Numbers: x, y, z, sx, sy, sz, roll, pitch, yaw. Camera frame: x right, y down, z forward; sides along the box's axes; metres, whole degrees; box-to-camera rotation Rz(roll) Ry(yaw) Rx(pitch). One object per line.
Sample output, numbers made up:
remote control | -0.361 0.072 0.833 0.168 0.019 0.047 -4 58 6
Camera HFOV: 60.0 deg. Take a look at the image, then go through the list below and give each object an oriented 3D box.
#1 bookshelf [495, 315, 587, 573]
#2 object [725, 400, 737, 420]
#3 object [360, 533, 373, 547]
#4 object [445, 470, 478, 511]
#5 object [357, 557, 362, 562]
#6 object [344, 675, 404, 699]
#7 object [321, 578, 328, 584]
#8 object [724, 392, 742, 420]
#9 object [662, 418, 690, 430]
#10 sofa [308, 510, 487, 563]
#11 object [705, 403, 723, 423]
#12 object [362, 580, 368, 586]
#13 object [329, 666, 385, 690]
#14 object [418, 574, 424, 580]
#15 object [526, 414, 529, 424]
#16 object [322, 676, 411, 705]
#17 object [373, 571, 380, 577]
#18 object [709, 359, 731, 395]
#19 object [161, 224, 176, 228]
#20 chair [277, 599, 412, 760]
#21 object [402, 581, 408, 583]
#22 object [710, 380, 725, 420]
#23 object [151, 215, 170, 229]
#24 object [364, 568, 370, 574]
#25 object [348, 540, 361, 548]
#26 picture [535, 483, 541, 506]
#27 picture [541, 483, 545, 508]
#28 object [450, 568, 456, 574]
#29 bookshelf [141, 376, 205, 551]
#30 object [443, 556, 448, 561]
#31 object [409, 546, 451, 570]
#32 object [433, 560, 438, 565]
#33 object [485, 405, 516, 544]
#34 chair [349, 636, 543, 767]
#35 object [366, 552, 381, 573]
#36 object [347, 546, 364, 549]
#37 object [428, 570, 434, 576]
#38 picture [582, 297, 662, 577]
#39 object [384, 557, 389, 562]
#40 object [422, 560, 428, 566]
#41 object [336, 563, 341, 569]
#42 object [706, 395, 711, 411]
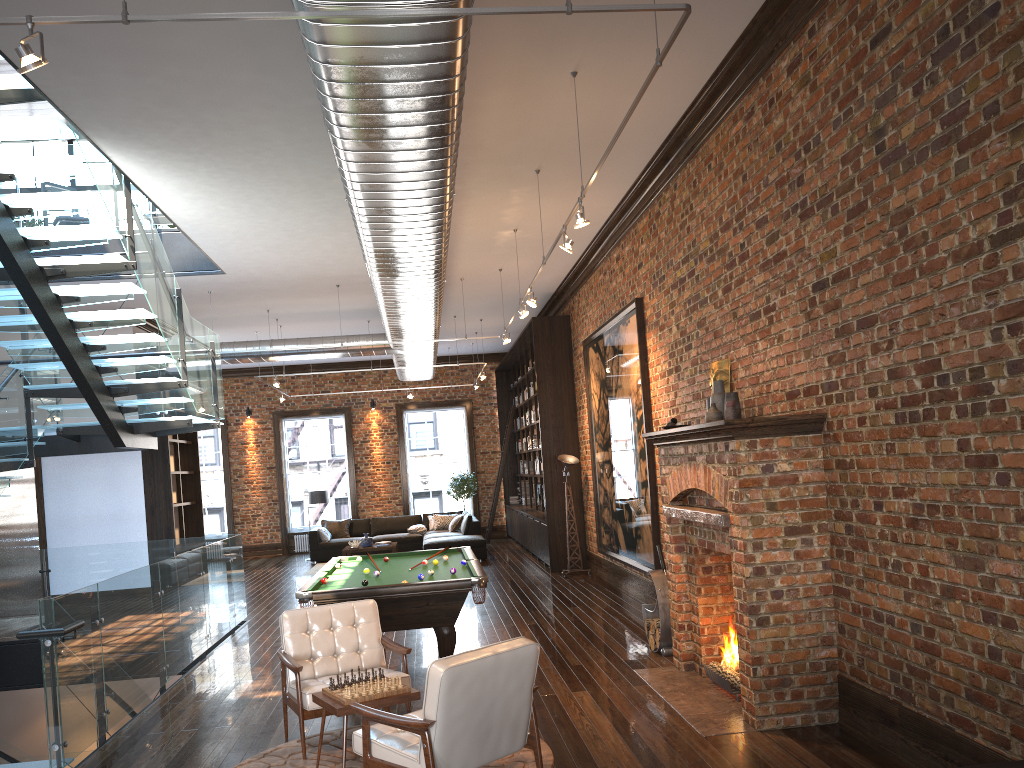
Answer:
bookshelf | 0.393 1.291 17.546 0.600 3.990 7.438 -4 -4 -6
object | 1.579 0.204 6.394 0.082 0.178 0.081 -5 -1 36
object | -2.805 3.011 17.108 0.216 0.250 0.215 -5 -3 27
object | -1.151 2.941 20.795 0.812 1.861 0.801 -4 -1 3
object | -1.652 1.899 9.608 0.057 0.057 0.057 -4 -3 -5
object | -0.771 1.668 4.940 0.333 0.101 0.076 -1 -3 -31
object | -1.653 1.736 7.812 0.057 0.057 0.057 -7 -4 41
object | 1.621 0.179 6.518 0.120 0.242 0.120 -4 -1 14
object | 1.299 0.318 7.025 0.237 0.105 0.237 -4 -4 4
sofa | -2.369 3.109 17.757 3.498 0.802 3.464 -4 -5 -6
object | 1.475 0.223 6.483 0.136 0.169 0.136 -6 -3 36
object | -1.236 1.674 7.456 0.057 0.057 0.057 -4 -3 -1
object | -0.902 1.698 5.163 0.333 0.101 0.076 -1 -3 -31
object | -0.778 1.653 7.595 0.057 0.057 0.057 -4 -3 -1
object | 0.324 0.741 18.367 0.075 0.254 0.088 -4 -1 -16
object | -0.832 1.745 5.051 0.387 0.028 0.390 -1 -6 -31
object | -1.234 1.730 8.074 0.057 0.057 0.057 -2 -3 -36
object | 1.644 0.085 7.105 0.125 0.535 0.410 -4 -2 -6
object | -5.903 -2.332 16.029 0.815 1.861 0.799 -5 -1 38
chair | -1.095 1.907 5.813 0.767 0.864 0.745 -3 -3 -26
object | -0.870 1.623 7.189 0.057 0.057 0.057 -5 -3 12
object | 1.569 0.146 6.696 0.146 0.349 0.145 -5 -1 31
object | -4.688 -2.234 12.049 0.540 0.768 0.520 -4 -2 4
object | -1.370 1.765 8.357 0.057 0.057 0.057 -6 -3 31
object | -2.981 3.052 16.924 0.220 0.159 0.218 -7 -4 36
picture | 0.559 2.367 19.023 0.112 0.497 0.509 -4 -3 -6
picture | 0.655 2.272 18.047 0.112 0.497 0.509 -4 -3 -6
object | -0.522 1.659 7.866 0.057 0.057 0.057 -5 -3 16
bookshelf | -5.358 1.634 14.077 0.400 3.511 1.787 -4 -1 -6
object | -0.677 1.776 9.031 0.057 0.057 0.057 -6 -4 39
object | -0.837 1.795 9.202 0.028 0.072 1.609 -4 -5 10
object | -0.750 1.751 8.699 0.057 0.057 0.057 -4 -3 -6
object | -0.269 2.045 20.093 0.896 3.072 0.496 -4 0 -6
chair | -0.320 1.728 4.457 0.745 0.864 0.767 -6 -3 44
object | -1.428 1.832 9.144 0.028 0.072 1.613 -4 -5 -14
object | -2.985 3.122 16.912 0.267 0.018 0.202 -6 -5 18
object | -0.719 1.673 7.863 0.057 0.057 0.057 -6 -3 33
picture | 1.303 0.732 11.004 0.080 2.996 3.212 -4 -3 -6
object | -1.329 1.854 9.367 0.057 0.057 0.057 -7 -4 42
object | -0.856 1.763 8.746 0.057 0.057 0.057 -2 -4 -41
object | -1.767 1.854 9.025 0.057 0.057 0.057 -4 -3 -7
object | 1.565 0.209 6.842 0.118 0.249 0.118 -5 -2 42
